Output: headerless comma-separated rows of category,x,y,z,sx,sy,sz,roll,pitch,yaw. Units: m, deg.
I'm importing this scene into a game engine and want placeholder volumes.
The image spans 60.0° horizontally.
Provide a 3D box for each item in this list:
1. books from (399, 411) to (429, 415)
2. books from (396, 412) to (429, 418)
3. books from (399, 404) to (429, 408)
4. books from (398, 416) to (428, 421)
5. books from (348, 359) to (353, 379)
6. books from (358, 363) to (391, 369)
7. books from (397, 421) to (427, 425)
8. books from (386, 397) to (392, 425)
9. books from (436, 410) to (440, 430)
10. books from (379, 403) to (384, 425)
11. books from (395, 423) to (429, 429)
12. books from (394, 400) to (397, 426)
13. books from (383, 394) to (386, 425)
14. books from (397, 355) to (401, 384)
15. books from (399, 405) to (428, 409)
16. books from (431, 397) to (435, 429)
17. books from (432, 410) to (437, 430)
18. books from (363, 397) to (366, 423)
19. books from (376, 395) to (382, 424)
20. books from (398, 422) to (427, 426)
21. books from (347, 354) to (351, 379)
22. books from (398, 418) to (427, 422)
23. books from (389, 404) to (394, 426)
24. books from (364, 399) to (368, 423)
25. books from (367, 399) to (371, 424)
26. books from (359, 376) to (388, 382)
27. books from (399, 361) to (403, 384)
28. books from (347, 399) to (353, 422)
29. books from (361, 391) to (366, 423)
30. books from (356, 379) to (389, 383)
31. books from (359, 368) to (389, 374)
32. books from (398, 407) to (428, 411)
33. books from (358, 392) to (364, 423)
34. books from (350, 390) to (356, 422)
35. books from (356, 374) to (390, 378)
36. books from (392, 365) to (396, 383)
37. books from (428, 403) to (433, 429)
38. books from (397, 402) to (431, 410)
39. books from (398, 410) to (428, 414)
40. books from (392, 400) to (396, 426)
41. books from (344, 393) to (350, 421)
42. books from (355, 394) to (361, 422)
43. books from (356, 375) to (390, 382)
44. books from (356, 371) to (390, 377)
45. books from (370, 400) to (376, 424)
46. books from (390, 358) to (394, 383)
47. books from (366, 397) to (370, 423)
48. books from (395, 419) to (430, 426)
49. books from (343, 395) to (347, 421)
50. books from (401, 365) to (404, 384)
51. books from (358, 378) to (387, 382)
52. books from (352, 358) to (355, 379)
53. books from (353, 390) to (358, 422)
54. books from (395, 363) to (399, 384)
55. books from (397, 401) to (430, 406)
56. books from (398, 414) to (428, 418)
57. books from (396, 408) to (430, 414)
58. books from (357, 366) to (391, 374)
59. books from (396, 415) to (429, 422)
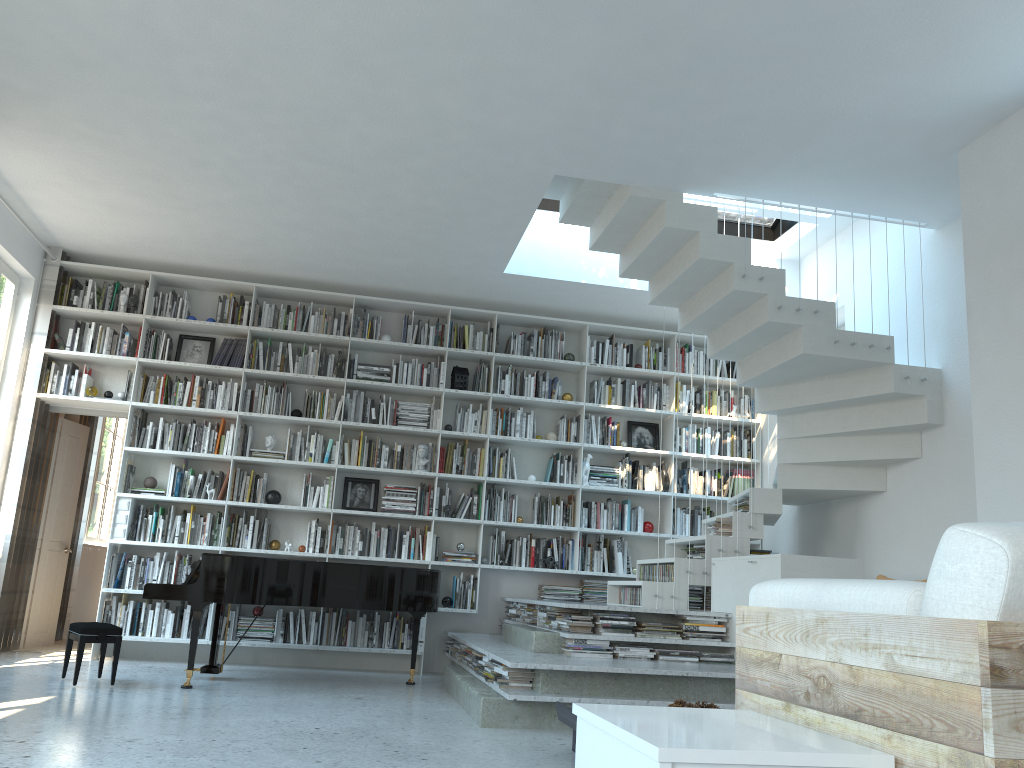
books,-0.870,0.269,7.780,0.254,0.012,0.161,7,-13,-13
books,-0.871,0.281,7.778,0.285,0.012,0.160,5,-13,-7
books,-0.868,0.210,7.800,0.254,0.012,0.161,6,-13,-10
books,-0.873,0.316,7.772,0.254,0.012,0.161,6,-13,-12
books,-1.407,-0.098,7.740,0.027,0.201,0.168,6,-13,-10
books,-1.212,-0.140,7.808,0.285,0.024,0.160,6,-13,-10
books,-0.876,0.352,7.766,0.254,0.012,0.161,6,-13,-11
books,-1.077,0.262,7.727,0.021,0.268,0.192,6,-13,-10
books,-0.659,0.341,7.813,0.030,0.204,0.158,6,-13,-10
books,-1.142,0.283,7.722,0.024,0.216,0.148,6,-13,-10
books,-0.877,0.376,7.761,0.285,0.012,0.160,6,-13,-9
books,-1.021,0.277,7.729,0.013,0.246,0.177,6,-13,-10
books,-1.113,0.250,7.737,0.049,0.290,0.162,6,-13,-10
books,-0.997,-0.098,7.810,0.011,0.283,0.190,6,-13,-10
books,-0.868,0.221,7.793,0.254,0.012,0.161,5,-13,-8
books,-0.705,0.280,7.814,0.012,0.318,0.140,6,-13,-10
books,-0.687,0.340,7.802,0.030,0.198,0.172,6,-13,-10
books,-1.284,0.252,7.703,0.011,0.251,0.153,6,-13,-10
books,-1.164,0.249,7.732,0.022,0.284,0.131,6,-13,-10
books,-0.877,0.365,7.766,0.254,0.012,0.161,6,-13,-10
books,-1.429,-0.121,7.761,0.012,0.253,0.161,6,-13,-10
books,-0.874,0.328,7.769,0.254,0.012,0.161,5,-13,-8
books,-1.059,0.293,7.740,0.024,0.215,0.132,6,-13,-10
books,-1.272,0.262,7.704,0.014,0.232,0.147,6,-13,-10
books,-1.246,0.261,7.706,0.011,0.239,0.148,6,-13,-10
books,-1.219,-0.030,7.776,0.254,0.012,0.161,7,-13,-13
books,-0.986,-0.070,7.823,0.021,0.237,0.172,6,-13,-10
books,-1.408,0.254,7.692,0.027,0.228,0.147,6,-13,-10
books,-1.292,0.227,7.704,0.011,0.299,0.180,6,-13,-10
books,-1.221,-0.007,7.770,0.285,0.012,0.160,5,-13,-7
books,-1.213,-0.095,7.788,0.254,0.025,0.161,7,-14,-14
books,-0.867,0.233,7.784,0.254,0.012,0.161,5,-13,-5
books,-1.313,0.229,7.708,0.029,0.294,0.151,6,-13,-10
books,-1.377,0.219,7.687,0.026,0.296,0.179,6,-13,-10
books,-1.218,-0.053,7.783,0.285,0.012,0.160,6,-13,-12
books,-1.044,-0.053,7.804,0.025,0.187,0.193,6,-13,-10
books,-0.716,0.307,7.790,0.012,0.253,0.161,6,-13,-10
books,-0.865,0.195,7.792,0.285,0.012,0.160,7,-14,-15
books,-0.870,0.258,7.785,0.254,0.012,0.161,5,-13,-8
books,-1.037,0.279,7.738,0.015,0.244,0.183,6,-13,-10
books,-1.430,0.229,7.676,0.026,0.266,0.171,6,-13,-10
books,-1.338,0.237,7.683,0.025,0.265,0.185,6,-13,-10
books,-1.218,-0.042,7.778,0.285,0.012,0.160,7,-13,-13
books,-1.214,-0.072,7.780,0.285,0.024,0.160,5,-13,-5
books,-1.206,0.265,7.706,0.066,0.236,0.154,6,-13,-10
books,-1.061,-0.086,7.812,0.012,0.253,0.161,6,-13,-10
books,-1.258,0.255,7.704,0.014,0.249,0.173,6,-13,-10
books,-0.874,0.340,7.765,0.285,0.012,0.160,7,-13,-13
books,-1.451,0.236,7.682,0.012,0.253,0.161,6,-13,-10
books,-0.973,-0.050,7.833,0.011,0.203,0.133,6,-13,-10
books,-1.219,-0.019,7.769,0.254,0.012,0.161,5,-13,-5
books,-1.390,-0.101,7.757,0.013,0.218,0.141,6,-13,-10
books,-1.360,0.217,7.710,0.014,0.312,0.134,6,-13,-10
books,-1.024,-0.062,7.840,0.024,0.223,0.129,6,-13,-10
books,-0.865,0.185,7.801,0.285,0.012,0.160,5,-13,-8
books,-0.872,0.294,7.779,0.254,0.012,0.161,6,-13,-9
books,-0.869,0.246,7.790,0.285,0.012,0.160,6,-13,-11
books,-1.213,-0.118,7.798,0.285,0.024,0.160,5,-13,-8
books,-0.873,0.305,7.777,0.285,0.012,0.160,6,-13,-9
